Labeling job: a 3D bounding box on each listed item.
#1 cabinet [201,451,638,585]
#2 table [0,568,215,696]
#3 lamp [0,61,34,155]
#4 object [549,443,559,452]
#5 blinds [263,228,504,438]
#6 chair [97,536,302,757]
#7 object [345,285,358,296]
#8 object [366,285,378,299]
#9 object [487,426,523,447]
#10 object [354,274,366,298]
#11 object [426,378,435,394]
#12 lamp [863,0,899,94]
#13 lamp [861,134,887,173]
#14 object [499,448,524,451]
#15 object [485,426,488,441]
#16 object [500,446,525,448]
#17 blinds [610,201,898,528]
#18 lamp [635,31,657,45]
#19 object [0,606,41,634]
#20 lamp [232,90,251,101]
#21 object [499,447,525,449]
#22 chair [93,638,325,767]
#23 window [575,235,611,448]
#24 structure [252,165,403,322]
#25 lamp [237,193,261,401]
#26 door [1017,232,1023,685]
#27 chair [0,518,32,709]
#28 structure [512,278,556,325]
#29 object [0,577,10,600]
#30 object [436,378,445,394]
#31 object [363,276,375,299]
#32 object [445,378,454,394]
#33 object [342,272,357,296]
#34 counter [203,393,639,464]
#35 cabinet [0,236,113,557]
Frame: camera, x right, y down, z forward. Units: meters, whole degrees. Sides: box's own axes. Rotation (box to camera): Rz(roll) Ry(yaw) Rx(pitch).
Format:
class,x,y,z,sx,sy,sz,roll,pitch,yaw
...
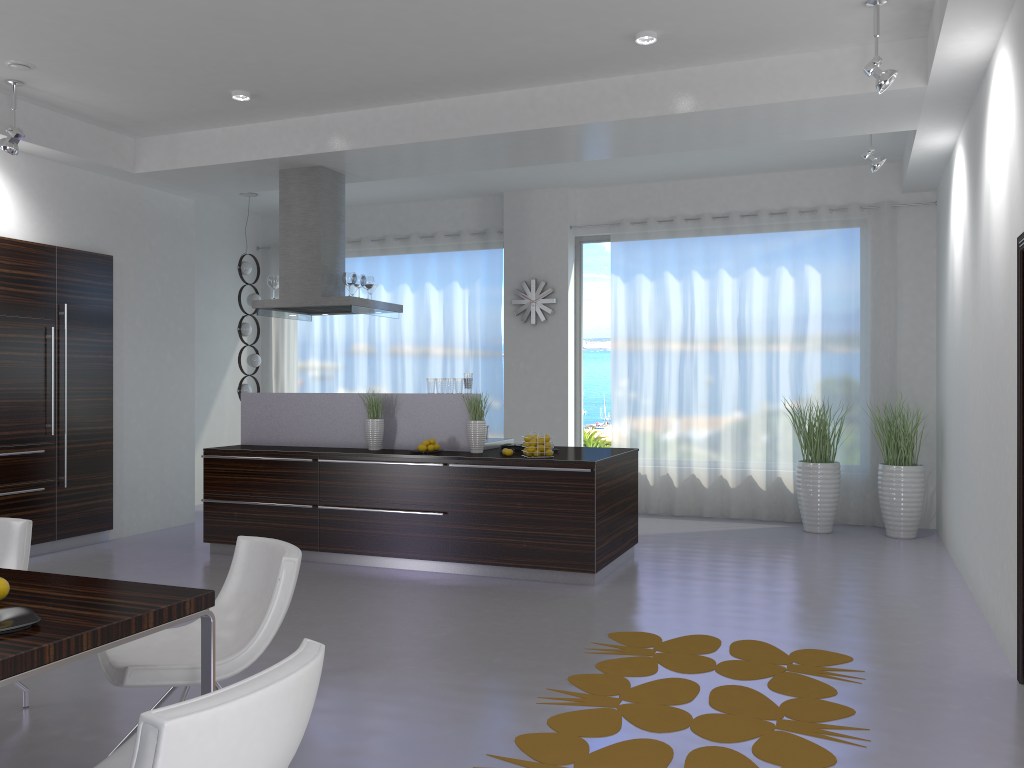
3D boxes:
class,x,y,z,sx,sy,sz,roll,pitch,yaw
cabinet,-0.738,0.949,7.181,3.285,0.852,1.377,0,0,21
table,-2.010,0.984,2.396,2.046,0.783,1.127,0,0,21
lamp,-3.409,-1.870,6.085,0.171,0.511,0.605,0,0,-37
object,0.285,0.489,6.867,0.153,0.069,0.153,0,0,-5
blinds,-1.616,-0.188,10.504,3.245,3.112,0.120,0,0,21
chair,-1.056,0.972,3.045,0.620,0.805,0.508,0,0,-34
object,-1.462,-0.812,8.134,0.137,0.174,0.137,0,0,-14
object,-1.285,-0.812,8.065,0.137,0.174,0.137,0,0,-14
object,-0.096,0.420,7.088,0.269,0.147,0.646,0,0,-44
object,-1.326,-0.835,7.686,0.125,0.221,0.125,0,0,-44
object,-0.641,0.016,7.019,0.072,0.119,0.071,0,0,-19
lamp,2.050,-1.870,4.922,0.185,0.511,0.150,0,0,21
lamp,2.773,-1.870,6.787,0.185,0.511,0.150,0,0,21
object,0.034,0.513,6.952,0.232,0.020,0.232,0,0,30
object,-0.229,0.406,7.255,0.072,0.119,0.071,0,0,21
object,0.034,0.493,6.952,0.232,0.020,0.232,0,0,25
blinds,2.362,-0.188,8.962,2.830,3.112,0.120,0,0,21
lamp,0.816,-2.108,5.400,0.132,0.035,0.132,0,0,-6
object,-1.286,0.585,2.157,0.232,0.020,0.232,0,0,-40
lamp,-1.981,-2.108,6.484,0.132,0.035,0.132,0,0,-6
object,0.034,0.503,6.952,0.232,0.020,0.232,0,0,30
chair,-0.735,0.972,1.848,0.620,0.805,0.508,0,0,21
window,2.113,-0.375,9.298,3.000,2.500,0.100,0,0,21
structure,-1.623,-1.210,7.905,0.981,1.231,0.915,0,0,21
lamp,-2.944,-0.940,9.934,0.180,2.370,0.367,0,0,15
door,2.137,0.344,3.274,0.220,2.061,1.764,0,0,21
chair,-2.264,0.972,3.524,0.508,0.805,0.620,0,0,-9
structure,0.237,-0.897,9.663,0.505,0.505,0.076,0,0,21
object,-1.410,0.558,2.408,0.083,0.068,0.070,0,0,25
object,-0.566,0.016,6.990,0.071,0.119,0.072,0,0,-29
object,-1.273,-0.835,7.823,0.125,0.221,0.125,0,0,-44
object,-0.491,0.016,6.960,0.071,0.119,0.072,0,0,-29
object,-1.382,-0.835,7.538,0.125,0.221,0.125,0,0,-44
counter,-0.732,0.725,7.190,3.291,1.300,1.302,0,0,21
cabinet,-4.410,0.125,6.196,0.669,2.500,3.600,0,0,21
